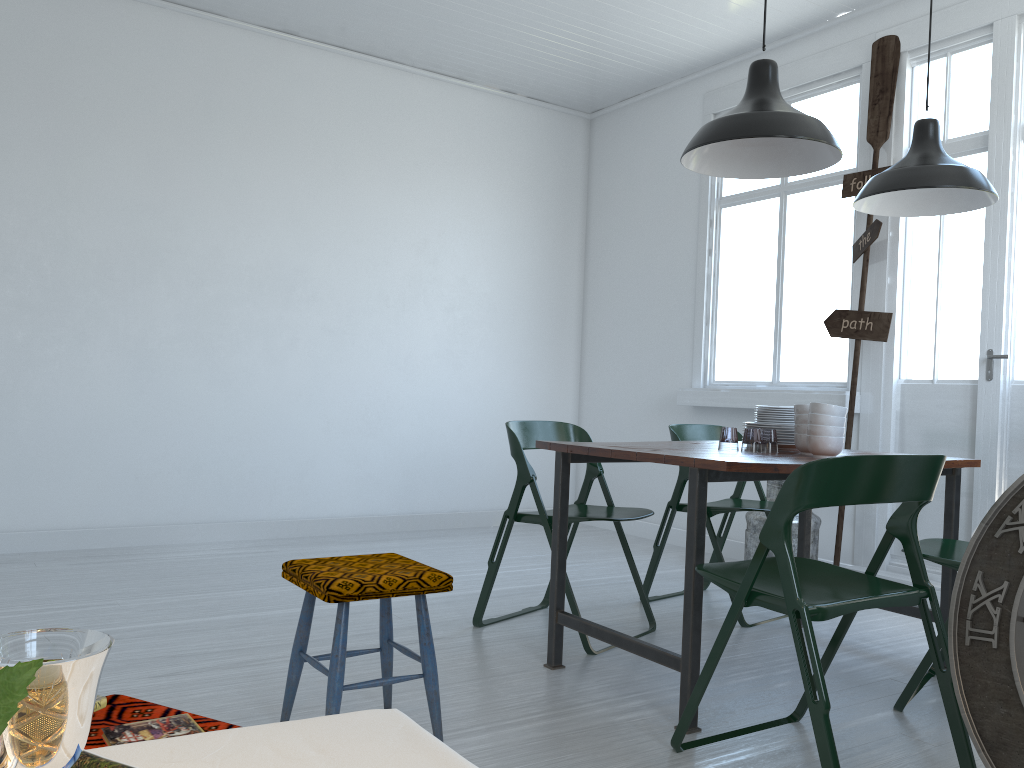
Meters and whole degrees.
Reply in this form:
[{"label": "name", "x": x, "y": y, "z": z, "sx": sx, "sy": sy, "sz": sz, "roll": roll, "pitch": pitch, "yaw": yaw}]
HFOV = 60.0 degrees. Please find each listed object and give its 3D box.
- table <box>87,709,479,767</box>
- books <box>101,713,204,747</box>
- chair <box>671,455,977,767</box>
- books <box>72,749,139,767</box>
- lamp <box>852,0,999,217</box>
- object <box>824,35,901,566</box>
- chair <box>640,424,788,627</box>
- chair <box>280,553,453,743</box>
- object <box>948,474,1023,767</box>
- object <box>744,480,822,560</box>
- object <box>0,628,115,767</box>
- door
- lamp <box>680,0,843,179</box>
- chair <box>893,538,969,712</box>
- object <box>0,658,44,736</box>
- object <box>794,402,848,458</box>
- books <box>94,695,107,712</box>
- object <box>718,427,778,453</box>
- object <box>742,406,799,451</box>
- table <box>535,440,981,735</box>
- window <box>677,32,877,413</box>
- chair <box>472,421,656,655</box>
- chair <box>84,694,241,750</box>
[{"label": "table", "x": -0.244, "y": 0.748, "z": 0.258, "sx": 1.328, "sy": 0.725, "sz": 1.670, "roll": 3, "pitch": -1, "yaw": -32}, {"label": "books", "x": -0.528, "y": 0.542, "z": 1.335, "sx": 0.133, "sy": 0.012, "sz": 0.189, "roll": 3, "pitch": -1, "yaw": -36}, {"label": "chair", "x": 0.955, "y": 0.699, "z": 2.723, "sx": 0.651, "sy": 1.006, "sz": 0.730, "roll": 2, "pitch": 0, "yaw": -33}, {"label": "books", "x": -0.413, "y": 0.371, "z": 0.741, "sx": 0.300, "sy": 0.043, "sz": 0.229, "roll": 2, "pitch": -1, "yaw": 31}, {"label": "lamp", "x": 2.044, "y": -1.633, "z": 4.338, "sx": 0.650, "sy": 1.499, "sz": 0.650, "roll": 2, "pitch": 0, "yaw": 12}, {"label": "object", "x": 2.144, "y": -0.454, "z": 5.408, "sx": 0.361, "sy": 3.421, "sz": 0.413, "roll": 2, "pitch": 0, "yaw": -1}, {"label": "chair", "x": 1.178, "y": 0.736, "z": 4.867, "sx": 0.651, "sy": 1.006, "sz": 0.730, "roll": 2, "pitch": 0, "yaw": -43}, {"label": "chair", "x": -0.471, "y": 0.855, "z": 2.800, "sx": 0.419, "sy": 0.563, "sz": 0.419, "roll": 2, "pitch": 0, "yaw": -33}, {"label": "object", "x": 1.517, "y": 0.630, "z": 1.984, "sx": 1.111, "sy": 1.138, "sz": 0.585, "roll": 2, "pitch": 0, "yaw": 42}, {"label": "object", "x": 1.675, "y": 0.894, "z": 5.490, "sx": 0.450, "sy": 0.725, "sz": 0.451, "roll": 2, "pitch": 0, "yaw": 37}, {"label": "object", "x": -0.349, "y": 0.286, "z": 0.650, "sx": 0.098, "sy": 0.192, "sz": 0.098, "roll": 2, "pitch": 0, "yaw": -13}, {"label": "door", "x": 2.637, "y": -0.458, "z": 4.892, "sx": 0.254, "sy": 3.480, "sz": 1.609, "roll": 2, "pitch": 0, "yaw": -33}, {"label": "lamp", "x": 1.061, "y": -1.681, "z": 3.687, "sx": 0.650, "sy": 1.499, "sz": 0.650, "roll": 2, "pitch": 0, "yaw": -37}, {"label": "chair", "x": 1.877, "y": 0.744, "z": 3.335, "sx": 0.730, "sy": 1.006, "sz": 0.651, "roll": 2, "pitch": 0, "yaw": 37}, {"label": "object", "x": -0.297, "y": 0.208, "z": 0.268, "sx": 0.266, "sy": 0.377, "sz": 0.236, "roll": 2, "pitch": 0, "yaw": -31}, {"label": "object", "x": 1.229, "y": 0.182, "z": 3.550, "sx": 0.149, "sy": 0.216, "sz": 0.309, "roll": 2, "pitch": 0, "yaw": -1}, {"label": "books", "x": -0.735, "y": 0.498, "z": 1.338, "sx": 0.133, "sy": 0.022, "sz": 0.189, "roll": 2, "pitch": -1, "yaw": 18}, {"label": "object", "x": 0.991, "y": 0.232, "z": 3.686, "sx": 0.241, "sy": 0.098, "sz": 0.172, "roll": 3, "pitch": -1, "yaw": -30}, {"label": "object", "x": 1.167, "y": 0.195, "z": 3.899, "sx": 0.300, "sy": 0.195, "sz": 0.306, "roll": 2, "pitch": 0, "yaw": 3}, {"label": "table", "x": 1.050, "y": 0.739, "z": 3.775, "sx": 1.696, "sy": 0.930, "sz": 1.170, "roll": 3, "pitch": 0, "yaw": -36}, {"label": "window", "x": 1.811, "y": -1.023, "z": 6.182, "sx": 0.254, "sy": 2.398, "sz": 1.481, "roll": 2, "pitch": 0, "yaw": -33}, {"label": "chair", "x": 0.283, "y": 0.692, "z": 4.273, "sx": 0.730, "sy": 1.006, "sz": 0.651, "roll": 2, "pitch": 0, "yaw": 37}, {"label": "chair", "x": -0.635, "y": 0.829, "z": 1.328, "sx": 0.419, "sy": 0.563, "sz": 0.419, "roll": 2, "pitch": 0, "yaw": 27}]
